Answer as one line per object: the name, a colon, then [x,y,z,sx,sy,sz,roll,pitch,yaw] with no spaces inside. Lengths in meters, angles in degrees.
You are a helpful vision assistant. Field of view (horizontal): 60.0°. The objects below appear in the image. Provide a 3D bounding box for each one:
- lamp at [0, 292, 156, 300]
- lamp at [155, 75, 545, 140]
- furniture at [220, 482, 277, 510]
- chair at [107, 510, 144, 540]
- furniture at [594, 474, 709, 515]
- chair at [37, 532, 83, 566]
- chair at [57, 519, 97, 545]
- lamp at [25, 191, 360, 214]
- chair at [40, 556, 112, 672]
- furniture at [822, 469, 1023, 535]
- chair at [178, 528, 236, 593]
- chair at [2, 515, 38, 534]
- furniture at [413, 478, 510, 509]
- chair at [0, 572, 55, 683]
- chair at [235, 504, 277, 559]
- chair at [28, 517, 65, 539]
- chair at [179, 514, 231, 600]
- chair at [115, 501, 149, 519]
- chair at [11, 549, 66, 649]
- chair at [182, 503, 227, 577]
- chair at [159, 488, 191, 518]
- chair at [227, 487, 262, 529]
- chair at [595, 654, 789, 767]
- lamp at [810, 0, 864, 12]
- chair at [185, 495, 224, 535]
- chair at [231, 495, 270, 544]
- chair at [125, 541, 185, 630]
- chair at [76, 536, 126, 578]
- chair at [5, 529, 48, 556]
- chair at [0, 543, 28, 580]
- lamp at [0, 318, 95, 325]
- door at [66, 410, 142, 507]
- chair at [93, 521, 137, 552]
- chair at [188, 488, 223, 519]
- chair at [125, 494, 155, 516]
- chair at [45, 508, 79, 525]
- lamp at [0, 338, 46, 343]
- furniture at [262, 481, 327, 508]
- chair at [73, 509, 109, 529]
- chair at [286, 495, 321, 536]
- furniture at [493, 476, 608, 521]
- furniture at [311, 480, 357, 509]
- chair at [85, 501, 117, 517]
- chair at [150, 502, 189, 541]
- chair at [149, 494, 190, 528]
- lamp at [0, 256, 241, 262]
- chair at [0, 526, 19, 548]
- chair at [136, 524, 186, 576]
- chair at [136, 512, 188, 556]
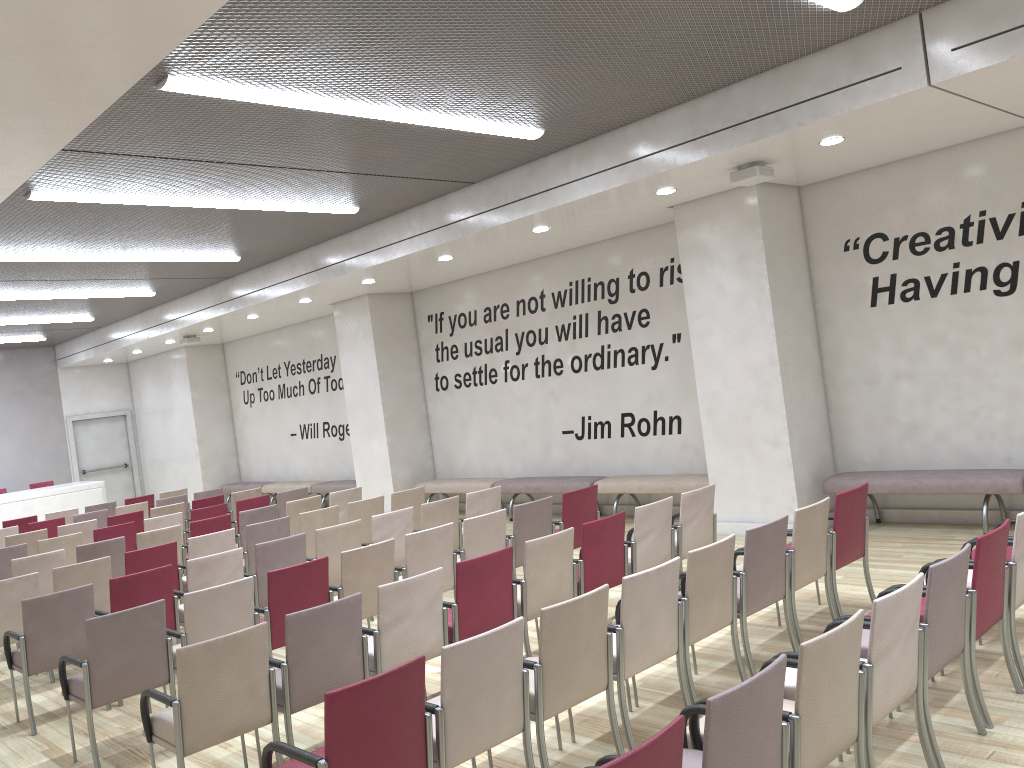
lamp: [-6.822,-1.247,12.809,3.303,0.045,0.198,-8,0,-44]
lamp: [-0.969,-2.004,6.600,3.303,0.045,0.198,-8,0,-44]
furniture: [-5.331,2.280,18.059,0.530,0.550,1.833,-8,0,-44]
chair: [-4.935,2.072,11.200,0.513,0.890,0.640,-8,0,-45]
furniture: [1.802,1.358,10.492,0.530,0.550,1.833,-8,0,-44]
chair: [-4.898,2.070,9.547,0.513,0.890,0.640,-8,0,-44]
chair: [-5.335,2.125,10.817,0.513,0.890,0.640,-8,0,-43]
lamp: [-2.925,-1.751,8.675,3.303,0.045,0.198,-8,0,-44]
chair: [-3.615,1.906,7.379,0.513,0.890,0.640,-8,0,-44]
furniture: [3.872,1.090,8.297,0.530,0.550,1.833,-8,0,-44]
chair: [-2.830,1.801,8.147,0.513,0.890,0.640,-8,0,-44]
chair: [-7.021,2.343,12.605,0.513,0.890,0.640,-8,0,-44]
furniture: [-0.735,1.686,13.183,0.530,0.550,1.833,-8,0,-44]
chair: [-4.007,1.958,7.006,0.513,0.890,0.640,-8,0,-43]
chair: [-2.881,1.805,9.790,0.513,0.890,0.640,-8,0,-44]
chair: [-6.184,2.234,11.724,0.513,0.890,0.640,-8,0,-43]
chair: [-3.273,1.857,9.422,0.513,0.890,0.640,-8,0,-44]
chair: [-5.398,2.130,12.472,0.513,0.890,0.640,-8,0,-44]
chair: [-4.445,2.013,8.273,0.513,0.890,0.640,-8,0,-43]
chair: [-3.713,1.912,10.674,0.513,0.890,0.640,-8,0,-43]
chair: [-5.442,2.133,14.107,0.513,0.890,0.640,-8,0,-43]
chair: [-3.769,1.916,12.331,0.513,0.890,0.640,-8,0,-44]
chair: [0.590,1.362,2.941,0.513,0.890,0.640,-8,0,-44]
lamp: [0.978,-2.256,4.535,3.303,0.045,0.198,-8,0,-44]
chair: [-4.165,1.969,11.954,0.513,0.890,0.640,-8,0,-44]
chair: [-3.311,1.859,11.073,0.513,0.890,0.640,-8,0,-44]
chair: [-3.213,1.852,7.762,0.513,0.890,0.640,-8,0,-44]
chair: [-4.051,1.960,8.653,0.513,0.890,0.640,-8,0,-43]
chair: [-5.746,2.179,10.440,0.513,0.890,0.640,-8,0,-44]
chair: [-5.287,2.122,9.173,0.513,0.890,0.640,-8,0,-44]
lamp: [-8.740,-0.999,14.843,3.303,0.045,0.198,-8,0,-44]
door: [-9.299,1.865,20.251,1.400,2.400,0.200,-8,0,-44]
chair: [-4.504,2.017,9.938,0.513,0.890,0.640,-8,0,-44]
chair: [-4.591,2.023,13.223,0.513,0.890,0.640,-8,0,-43]
chair: [-5.828,2.184,13.743,0.513,0.890,0.640,-8,0,-44]
chair: [-6.624,2.290,12.991,0.513,0.890,0.640,-8,0,-43]
lamp: [-10.689,-0.747,16.910,3.303,0.045,0.198,-8,0,-44]
furniture: [-4.061,2.116,16.711,0.530,0.550,1.833,-8,0,-44]
chair: [-5.780,2.181,12.090,0.513,0.890,0.640,-8,0,-43]
chair: [-2.479,1.751,10.165,0.513,0.890,0.640,-8,0,-44]
furniture: [0.535,1.522,11.836,0.530,0.550,1.833,-8,0,-44]
furniture: [-2.794,1.952,15.367,0.530,0.550,1.833,-8,0,-44]
chair: [-6.232,2.238,13.353,0.513,0.890,0.640,-8,0,-43]
chair: [-4.557,2.021,11.577,0.513,0.890,0.640,-8,0,-44]
chair: [-4.987,2.075,12.847,0.513,0.890,0.640,-8,0,-43]
lamp: [-4.853,-1.502,10.720,3.303,0.045,0.198,-8,0,-44]
chair: [-6.584,2.288,11.336,0.513,0.890,0.640,-8,0,-44]
chair: [-3.650,1.907,9.034,0.513,0.890,0.640,-8,0,-43]
chair: [-4.110,1.965,10.305,0.513,0.890,0.640,-8,0,-44]
